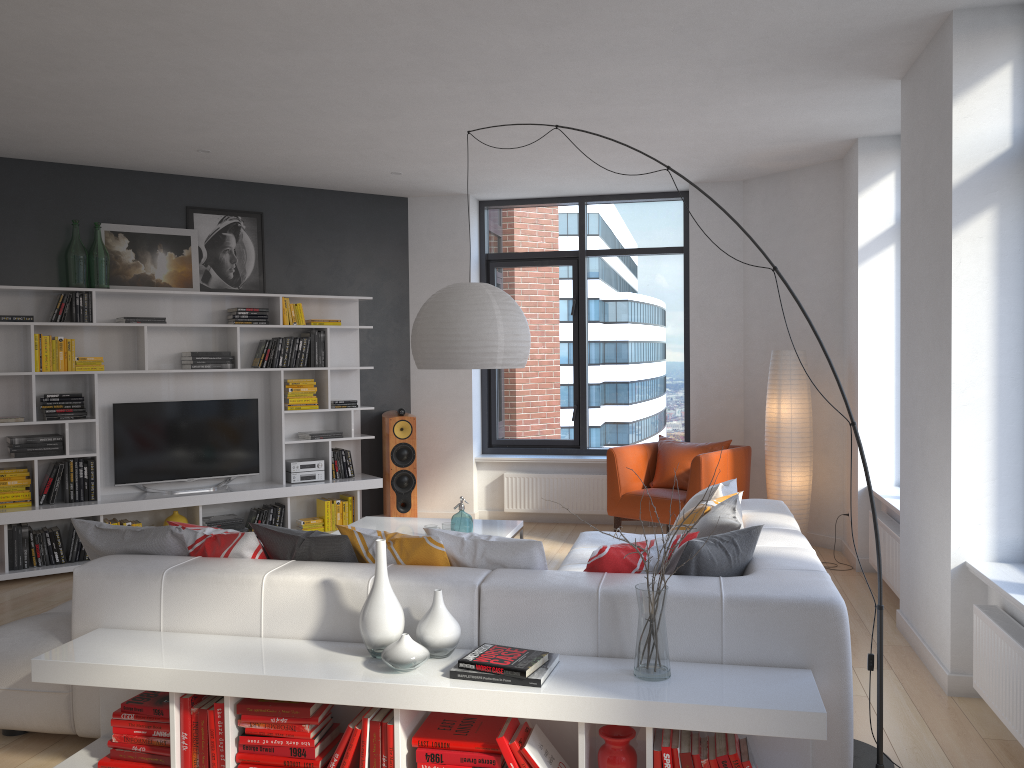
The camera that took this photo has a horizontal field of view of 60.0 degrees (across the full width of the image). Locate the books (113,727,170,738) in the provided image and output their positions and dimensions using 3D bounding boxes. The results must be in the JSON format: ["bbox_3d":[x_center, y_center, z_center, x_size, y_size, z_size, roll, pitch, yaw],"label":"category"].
[{"bbox_3d":[-1.272,1.225,3.217,0.261,0.028,0.191,0,2,12],"label":"books"}]

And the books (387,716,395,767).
[{"bbox_3d":[-0.370,1.220,2.934,0.028,0.269,0.181,0,2,11],"label":"books"}]

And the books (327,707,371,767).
[{"bbox_3d":[-0.563,1.231,2.990,0.144,0.247,0.188,0,2,12],"label":"books"}]

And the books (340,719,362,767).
[{"bbox_3d":[-0.524,1.231,2.975,0.115,0.245,0.192,0,2,12],"label":"books"}]

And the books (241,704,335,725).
[{"bbox_3d":[-0.762,1.115,3.039,0.266,0.026,0.187,0,2,6],"label":"books"}]

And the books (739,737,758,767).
[{"bbox_3d":[0.754,1.233,2.721,0.103,0.230,0.173,0,2,12],"label":"books"}]

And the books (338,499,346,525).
[{"bbox_3d":[-1.465,1.111,7.570,0.024,0.234,0.172,-2,2,-33],"label":"books"}]

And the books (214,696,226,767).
[{"bbox_3d":[-0.956,1.211,3.086,0.049,0.291,0.214,0,2,12],"label":"books"}]

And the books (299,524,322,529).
[{"bbox_3d":[-1.683,1.183,7.405,0.169,0.018,0.113,-2,2,-32],"label":"books"}]

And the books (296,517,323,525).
[{"bbox_3d":[-1.697,1.146,7.429,0.186,0.026,0.138,-2,2,-33],"label":"books"}]

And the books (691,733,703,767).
[{"bbox_3d":[0.587,1.228,2.734,0.066,0.247,0.175,0,2,12],"label":"books"}]

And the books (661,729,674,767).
[{"bbox_3d":[0.494,1.215,2.757,0.050,0.268,0.198,0,2,12],"label":"books"}]

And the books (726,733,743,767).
[{"bbox_3d":[0.720,1.221,2.726,0.116,0.255,0.198,0,2,12],"label":"books"}]

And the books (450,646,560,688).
[{"bbox_3d":[-0.019,0.918,2.888,0.300,0.026,0.245,0,2,17],"label":"books"}]

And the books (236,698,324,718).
[{"bbox_3d":[-0.779,1.085,3.050,0.259,0.034,0.206,0,2,9],"label":"books"}]

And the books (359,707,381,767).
[{"bbox_3d":[-0.462,1.215,2.961,0.046,0.282,0.199,0,2,12],"label":"books"}]

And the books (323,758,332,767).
[{"bbox_3d":[-0.768,1.313,3.025,0.282,0.030,0.188,0,2,13],"label":"books"}]

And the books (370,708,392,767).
[{"bbox_3d":[-0.421,1.219,2.970,0.038,0.270,0.215,0,2,12],"label":"books"}]

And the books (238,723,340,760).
[{"bbox_3d":[-0.765,1.222,3.063,0.279,0.039,0.206,0,2,13],"label":"books"}]

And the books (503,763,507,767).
[{"bbox_3d":[-0.160,1.279,2.926,0.257,0.025,0.182,0,2,12],"label":"books"}]

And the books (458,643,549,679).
[{"bbox_3d":[-0.025,0.892,2.863,0.238,0.027,0.188,0,2,25],"label":"books"}]

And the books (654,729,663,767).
[{"bbox_3d":[0.457,1.225,2.757,0.026,0.250,0.168,0,2,11],"label":"books"}]

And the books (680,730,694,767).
[{"bbox_3d":[0.561,1.224,2.750,0.076,0.252,0.199,0,2,12],"label":"books"}]

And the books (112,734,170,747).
[{"bbox_3d":[-1.271,1.251,3.201,0.257,0.025,0.182,0,2,12],"label":"books"}]

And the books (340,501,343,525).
[{"bbox_3d":[-1.487,1.109,7.560,0.023,0.239,0.169,-2,2,-33],"label":"books"}]

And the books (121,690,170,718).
[{"bbox_3d":[-1.269,1.147,3.191,0.206,0.029,0.152,0,2,18],"label":"books"}]

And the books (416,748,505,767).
[{"bbox_3d":[-0.153,1.198,2.935,0.279,0.039,0.206,0,2,11],"label":"books"}]

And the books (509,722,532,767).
[{"bbox_3d":[0.080,1.236,2.857,0.148,0.232,0.171,0,2,13],"label":"books"}]

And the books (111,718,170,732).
[{"bbox_3d":[-1.273,1.199,3.199,0.269,0.028,0.179,0,2,13],"label":"books"}]

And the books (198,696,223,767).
[{"bbox_3d":[-1.026,1.227,3.106,0.034,0.259,0.207,0,2,12],"label":"books"}]

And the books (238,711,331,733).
[{"bbox_3d":[-0.780,1.140,3.051,0.257,0.025,0.182,0,2,12],"label":"books"}]

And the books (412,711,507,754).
[{"bbox_3d":[-0.155,1.161,2.959,0.301,0.032,0.227,0,2,12],"label":"books"}]

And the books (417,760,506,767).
[{"bbox_3d":[-0.154,1.231,2.919,0.261,0.027,0.191,0,2,16],"label":"books"}]

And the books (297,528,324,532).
[{"bbox_3d":[-1.687,1.219,7.421,0.190,0.033,0.147,-2,2,-33],"label":"books"}]

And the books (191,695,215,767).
[{"bbox_3d":[-1.060,1.228,3.112,0.031,0.255,0.181,0,2,12],"label":"books"}]

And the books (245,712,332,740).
[{"bbox_3d":[-0.763,1.164,3.039,0.236,0.023,0.178,0,2,12],"label":"books"}]

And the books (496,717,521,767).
[{"bbox_3d":[0.035,1.227,2.873,0.134,0.248,0.192,0,2,12],"label":"books"}]

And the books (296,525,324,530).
[{"bbox_3d":[-1.689,1.196,7.425,0.196,0.011,0.148,-2,2,-33],"label":"books"}]

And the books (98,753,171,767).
[{"bbox_3d":[-1.288,1.340,3.201,0.301,0.032,0.227,0,2,12],"label":"books"}]

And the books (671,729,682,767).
[{"bbox_3d":[0.524,1.220,2.749,0.056,0.262,0.185,0,2,12],"label":"books"}]

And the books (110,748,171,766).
[{"bbox_3d":[-1.271,1.306,3.204,0.259,0.034,0.206,0,2,15],"label":"books"}]

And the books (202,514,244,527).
[{"bbox_3d":[-2.329,1.091,7.068,0.310,0.047,0.250,-2,2,-38],"label":"books"}]

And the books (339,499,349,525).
[{"bbox_3d":[-1.445,1.110,7.588,0.024,0.234,0.172,-2,2,-33],"label":"books"}]

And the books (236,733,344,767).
[{"bbox_3d":[-0.758,1.257,3.062,0.301,0.032,0.227,0,2,12],"label":"books"}]

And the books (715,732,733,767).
[{"bbox_3d":[0.687,1.225,2.729,0.119,0.249,0.187,0,2,12],"label":"books"}]

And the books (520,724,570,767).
[{"bbox_3d":[0.134,1.242,2.846,0.186,0.223,0.188,0,2,12],"label":"books"}]

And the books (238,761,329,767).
[{"bbox_3d":[-0.769,1.286,3.028,0.266,0.026,0.187,0,2,11],"label":"books"}]

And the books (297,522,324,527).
[{"bbox_3d":[-1.687,1.167,7.421,0.187,0.014,0.134,-2,2,-33],"label":"books"}]

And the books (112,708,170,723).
[{"bbox_3d":[-1.274,1.173,3.202,0.254,0.025,0.178,0,2,11],"label":"books"}]

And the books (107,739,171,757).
[{"bbox_3d":[-1.282,1.277,3.197,0.266,0.026,0.187,0,2,17],"label":"books"}]

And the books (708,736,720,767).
[{"bbox_3d":[0.647,1.232,2.731,0.083,0.233,0.178,0,2,12],"label":"books"}]

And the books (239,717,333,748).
[{"bbox_3d":[-0.771,1.189,3.046,0.261,0.027,0.191,0,2,8],"label":"books"}]

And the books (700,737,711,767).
[{"bbox_3d":[0.623,1.234,2.732,0.081,0.230,0.165,0,2,12],"label":"books"}]

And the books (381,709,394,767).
[{"bbox_3d":[-0.393,1.222,2.954,0.028,0.266,0.188,0,2,12],"label":"books"}]

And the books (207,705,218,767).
[{"bbox_3d":[-0.991,1.226,3.088,0.042,0.259,0.195,0,2,12],"label":"books"}]

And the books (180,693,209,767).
[{"bbox_3d":[-1.094,1.211,3.116,0.036,0.294,0.208,0,2,12],"label":"books"}]
